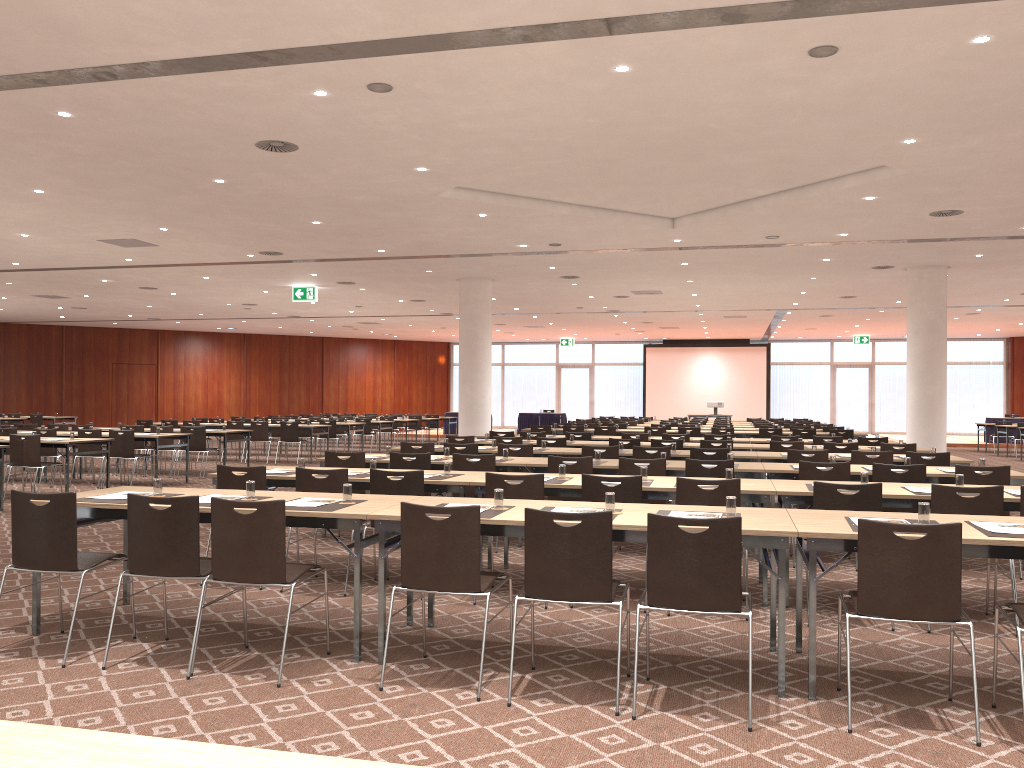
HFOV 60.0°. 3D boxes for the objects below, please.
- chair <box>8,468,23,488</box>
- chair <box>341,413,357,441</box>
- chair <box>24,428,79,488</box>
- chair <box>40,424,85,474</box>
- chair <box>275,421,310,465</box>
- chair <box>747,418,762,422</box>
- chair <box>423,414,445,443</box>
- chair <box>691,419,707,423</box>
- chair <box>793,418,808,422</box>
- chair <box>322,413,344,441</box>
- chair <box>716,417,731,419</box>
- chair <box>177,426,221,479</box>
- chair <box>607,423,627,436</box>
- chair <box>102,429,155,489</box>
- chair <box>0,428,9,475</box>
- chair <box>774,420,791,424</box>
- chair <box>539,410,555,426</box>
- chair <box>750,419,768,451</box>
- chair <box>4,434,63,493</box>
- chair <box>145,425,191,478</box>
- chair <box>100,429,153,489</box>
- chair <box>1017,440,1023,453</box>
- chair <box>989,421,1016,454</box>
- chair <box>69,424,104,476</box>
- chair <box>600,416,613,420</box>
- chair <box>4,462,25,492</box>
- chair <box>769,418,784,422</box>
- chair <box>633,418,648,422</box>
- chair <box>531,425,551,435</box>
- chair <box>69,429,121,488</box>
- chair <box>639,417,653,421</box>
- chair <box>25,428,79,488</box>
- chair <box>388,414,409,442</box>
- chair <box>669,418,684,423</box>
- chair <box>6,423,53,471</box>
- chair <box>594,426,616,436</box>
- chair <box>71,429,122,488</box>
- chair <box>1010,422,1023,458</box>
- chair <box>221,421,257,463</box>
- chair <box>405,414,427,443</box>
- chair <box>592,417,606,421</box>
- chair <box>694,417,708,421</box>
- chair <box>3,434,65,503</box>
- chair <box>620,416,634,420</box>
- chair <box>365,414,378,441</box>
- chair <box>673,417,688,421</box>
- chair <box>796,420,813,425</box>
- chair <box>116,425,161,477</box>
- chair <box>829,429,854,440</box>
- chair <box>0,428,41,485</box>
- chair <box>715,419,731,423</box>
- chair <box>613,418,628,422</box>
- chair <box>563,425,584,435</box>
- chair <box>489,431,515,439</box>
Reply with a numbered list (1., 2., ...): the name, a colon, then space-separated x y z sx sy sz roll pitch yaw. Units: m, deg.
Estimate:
1. chair: -7.287 1.162 12.439 0.535 0.939 0.614 0 -1 11
2. chair: -5.415 1.463 30.070 0.535 0.939 0.614 0 -1 12
3. chair: -7.555 1.195 14.563 0.535 0.939 0.614 0 -1 16
4. chair: -8.579 1.227 16.947 0.535 0.939 0.614 0 -1 13
5. chair: -4.860 1.296 19.643 0.535 0.939 0.614 0 -1 12
6. chair: 7.340 1.497 26.927 0.535 0.939 0.614 0 -1 12
7. chair: -2.569 1.469 29.293 0.535 0.939 0.614 0 -1 14
8. chair: 5.369 1.459 25.385 0.535 0.939 0.614 0 -1 16
9. chair: 8.655 1.501 26.607 0.535 0.939 0.614 0 -1 16
10. chair: -6.079 1.459 30.149 0.535 0.939 0.614 0 -1 12
11. chair: 6.492 1.496 27.213 0.535 0.939 0.614 0 -1 16
12. chair: -5.691 1.233 16.167 0.535 0.939 0.614 0 -1 13
13. chair: 2.388 1.350 19.979 0.535 0.939 0.614 0 -1 15
14. chair: -6.166 1.200 14.300 0.535 0.939 0.614 0 -1 16
15. chair: -8.471 1.194 14.906 0.535 0.939 0.614 0 -1 13
16. chair: 7.556 1.464 24.816 0.535 0.939 0.614 0 -1 14
17. chair: 1.328 1.428 32.983 0.535 0.939 0.614 0 -1 16
18. chair: 6.992 1.464 25.033 0.535 0.939 0.614 0 -1 16
19. chair: -6.736 1.165 12.425 0.535 0.939 0.614 0 -1 15
20. chair: -6.358 1.233 16.406 0.535 0.939 0.614 0 -1 14
21. chair: -6.209 1.200 14.311 0.535 0.939 0.614 0 -1 13
22. chair: 14.735 1.518 25.161 0.535 0.939 0.614 0 -1 12
23. chair: 13.970 1.514 25.264 0.535 0.939 0.614 0 -1 16
24. chair: -8.009 1.227 16.732 0.535 0.939 0.614 0 -1 11
25. chair: 3.008 1.486 28.018 0.535 0.939 0.614 0 -1 16
26. chair: -7.279 1.162 12.437 0.535 0.939 0.614 0 -1 12
27. chair: 7.993 1.500 26.847 0.535 0.939 0.614 0 -1 13
28. chair: 3.760 1.454 25.777 0.535 0.939 0.614 0 -1 16
29. chair: 0.632 1.311 18.305 0.535 0.939 0.614 0 -1 15
30. chair: -6.803 1.199 14.500 0.535 0.939 0.614 0 -1 11
31. chair: 4.189 1.488 27.695 0.535 0.939 0.614 0 -1 12
32. chair: -7.546 1.195 14.561 0.535 0.939 0.614 0 -1 14
33. chair: -3.791 1.466 29.591 0.535 0.939 0.614 0 -1 12
34. chair: 4.750 1.458 25.579 0.535 0.939 0.614 0 -1 16
35. chair: -9.275 1.224 17.040 0.535 0.939 0.614 0 -1 16
36. chair: 1.905 1.314 17.959 0.535 0.939 0.614 0 -1 14
37. chair: -6.798 1.199 14.498 0.535 0.939 0.614 0 -1 13
38. chair: 13.529 1.481 23.397 0.535 0.939 0.614 0 -1 16
39. chair: -6.160 1.293 20.020 0.535 0.939 0.614 0 -1 16
40. chair: -3.181 1.469 29.526 0.535 0.939 0.614 0 -1 16
41. chair: 2.577 1.452 26.108 0.535 0.939 0.614 0 -1 11
42. chair: 5.820 1.493 27.298 0.535 0.939 0.614 0 -1 13
43. chair: -6.669 1.165 12.409 0.535 0.939 0.614 0 -1 13
44. chair: 3.644 1.488 27.907 0.535 0.939 0.614 0 -1 15
45. chair: -4.705 1.466 29.958 0.535 0.939 0.614 0 -1 12
46. chair: 5.230 1.492 27.477 0.535 0.939 0.614 0 -1 14
47. chair: 8.138 1.466 24.710 0.535 0.939 0.614 0 -1 14
48. chair: -6.982 1.232 16.602 0.535 0.939 0.614 0 -1 13
49. chair: 6.292 1.327 16.969 0.535 0.939 0.614 0 -1 16
50. chair: -8.349 1.194 14.876 0.535 0.939 0.614 0 -1 16
51. chair: 5.992 1.460 25.197 0.535 0.939 0.614 0 -1 16
52. chair: 3.187 1.452 25.880 0.535 0.939 0.614 0 -1 13
53. chair: 1.289 1.313 18.188 0.535 0.939 0.614 0 -1 14
54. chair: -0.133 1.250 14.889 0.535 0.939 0.614 0 -1 13
